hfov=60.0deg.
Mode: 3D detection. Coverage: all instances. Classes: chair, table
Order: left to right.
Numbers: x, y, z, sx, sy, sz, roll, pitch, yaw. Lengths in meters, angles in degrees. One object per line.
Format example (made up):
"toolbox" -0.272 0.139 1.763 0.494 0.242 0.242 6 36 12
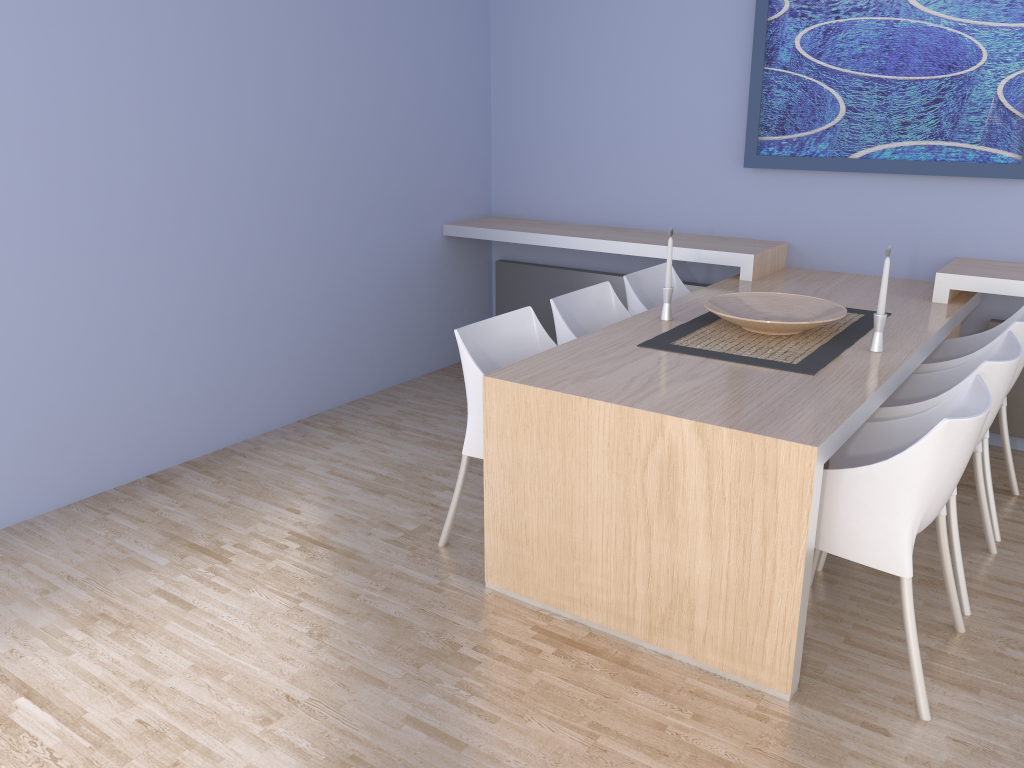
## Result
"chair" 0.076 0.175 3.098 0.486 0.793 0.510 12 21 34
"chair" 0.409 0.033 3.543 0.486 0.793 0.510 12 21 34
"chair" 0.742 -0.110 3.989 0.486 0.793 0.510 12 21 34
"table" 0.998 0.115 3.403 1.002 0.718 2.340 12 21 34
"chair" 1.010 0.376 2.463 0.486 0.793 0.510 12 21 34
"chair" 1.356 0.228 2.925 0.486 0.793 0.510 12 22 34
"chair" 1.696 0.083 3.381 0.486 0.793 0.510 12 21 34

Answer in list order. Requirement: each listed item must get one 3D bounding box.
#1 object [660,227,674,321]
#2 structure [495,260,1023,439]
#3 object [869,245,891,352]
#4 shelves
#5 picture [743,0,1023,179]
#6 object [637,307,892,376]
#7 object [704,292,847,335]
"object" 0.583 -0.410 3.295 0.045 0.349 0.045 -4 18 -12
"structure" 1.482 -0.176 4.394 3.843 0.503 0.064 12 21 34
"object" 1.201 -0.277 2.875 0.045 0.349 0.045 12 21 34
"shelves" 1.323 -0.224 4.265 3.901 0.840 0.463 12 21 34
"picture" 1.656 -1.385 3.878 1.252 0.901 0.049 12 21 34
"object" 0.944 -0.200 3.206 0.594 0.005 0.986 12 21 33
"object" 0.942 -0.242 3.197 0.493 0.081 0.493 -13 21 -34
